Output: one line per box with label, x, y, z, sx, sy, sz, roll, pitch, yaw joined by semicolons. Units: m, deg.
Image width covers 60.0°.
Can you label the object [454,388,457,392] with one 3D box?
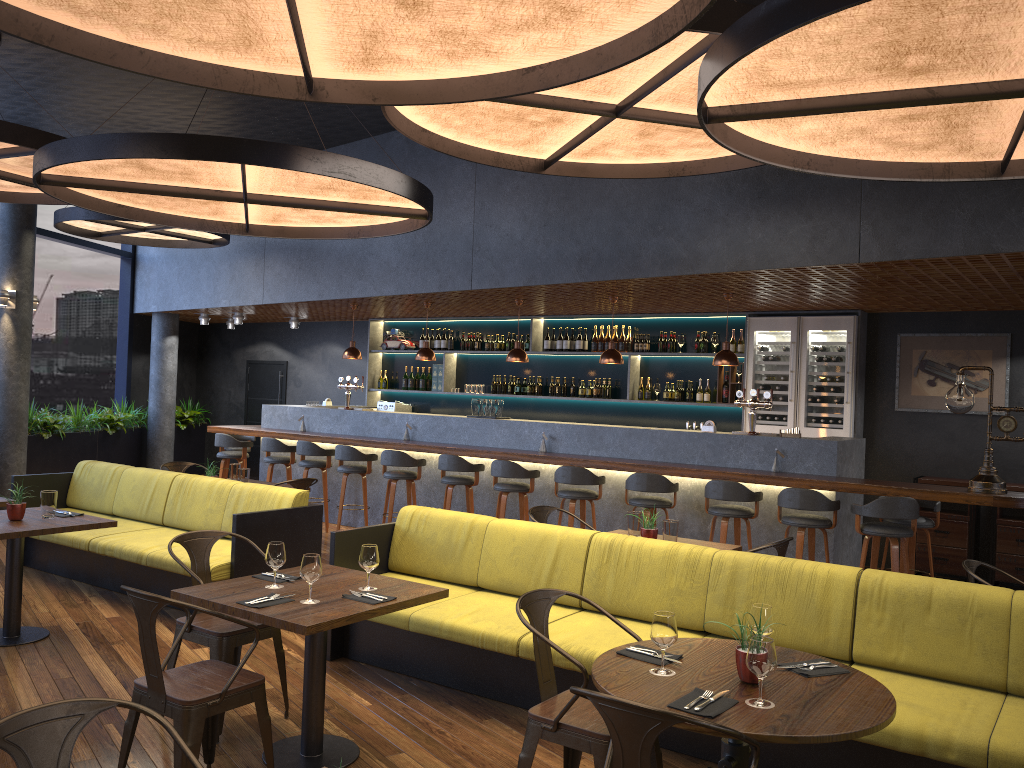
object;-0.784;0.086;12.369;0.042;0.059;0.042;2;0;-4

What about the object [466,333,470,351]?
object;-0.607;-0.583;12.384;0.063;0.254;0.063;2;0;12

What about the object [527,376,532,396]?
object;0.233;0.026;11.721;0.063;0.254;0.063;3;0;-38

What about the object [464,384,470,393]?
object;-0.623;0.062;12.326;0.084;0.119;0.084;2;0;-10

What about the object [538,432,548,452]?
object;0.328;0.595;9.098;0.114;0.203;0.069;2;0;24

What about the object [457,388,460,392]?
object;-0.743;0.087;12.386;0.042;0.059;0.042;2;0;-4

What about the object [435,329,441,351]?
object;-1.036;-0.628;12.560;0.085;0.310;0.086;3;0;-37

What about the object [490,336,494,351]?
object;-0.271;-0.553;12.129;0.068;0.217;0.068;2;0;-36

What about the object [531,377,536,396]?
object;0.286;0.028;11.783;0.063;0.254;0.063;2;0;-23

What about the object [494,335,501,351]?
object;-0.197;-0.554;11.999;0.088;0.224;0.088;2;0;29

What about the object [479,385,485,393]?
object;-0.410;0.069;12.179;0.084;0.119;0.084;2;0;-10

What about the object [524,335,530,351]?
object;0.208;-0.540;11.720;0.088;0.224;0.088;3;0;-41

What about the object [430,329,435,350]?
object;-1.148;-0.631;12.746;0.085;0.310;0.086;3;0;-44

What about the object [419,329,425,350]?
object;-1.280;-0.636;12.726;0.085;0.310;0.086;2;0;-22

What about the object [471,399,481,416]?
object;-0.404;0.268;9.865;0.105;0.209;0.105;2;0;-20

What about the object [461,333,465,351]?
object;-0.678;-0.586;12.301;0.063;0.254;0.063;2;0;17

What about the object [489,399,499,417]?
object;-0.202;0.275;9.722;0.105;0.209;0.105;2;0;-20

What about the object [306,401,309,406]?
object;-2.768;0.264;12.000;0.042;0.059;0.042;2;0;32

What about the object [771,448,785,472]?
object;2.313;0.665;7.738;0.114;0.203;0.069;2;0;-21

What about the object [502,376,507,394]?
object;-0.101;0.014;12.040;0.063;0.254;0.063;2;0;-8

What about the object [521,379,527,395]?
object;0.173;0.039;11.895;0.088;0.224;0.088;2;0;9

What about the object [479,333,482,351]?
object;-0.442;-0.577;12.284;0.063;0.254;0.063;2;0;-18

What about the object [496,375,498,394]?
object;-0.203;0.011;12.110;0.063;0.254;0.063;2;0;27

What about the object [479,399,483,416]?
object;-0.333;0.271;9.948;0.105;0.209;0.105;2;0;-20

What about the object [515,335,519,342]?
object;0.072;-0.542;11.779;0.068;0.217;0.068;2;0;19

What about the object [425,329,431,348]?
object;-1.205;-0.634;12.671;0.085;0.310;0.086;2;0;-28

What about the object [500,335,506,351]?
object;-0.129;-0.551;12.082;0.088;0.224;0.088;2;0;29

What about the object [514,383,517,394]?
object;0.079;0.036;11.931;0.088;0.224;0.088;2;0;-1

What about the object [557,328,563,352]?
object;0.627;-0.569;11.437;0.085;0.310;0.086;2;0;-22

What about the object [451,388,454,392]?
object;-0.841;0.084;12.452;0.042;0.059;0.042;2;0;-4

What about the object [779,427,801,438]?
object;2.469;0.427;7.862;0.177;0.091;0.091;2;0;10

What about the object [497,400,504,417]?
object;-0.143;0.278;9.821;0.105;0.209;0.105;2;0;-20

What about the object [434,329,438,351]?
object;-1.069;-0.628;12.689;0.085;0.310;0.086;2;0;-28

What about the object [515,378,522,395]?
object;0.086;0.035;11.817;0.088;0.224;0.088;3;0;-41

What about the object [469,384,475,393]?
object;-0.553;0.064;12.278;0.084;0.119;0.084;2;0;-10

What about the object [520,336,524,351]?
object;0.130;-0.539;11.852;0.068;0.217;0.068;2;0;39

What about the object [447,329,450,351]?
object;-0.899;-0.622;12.578;0.085;0.310;0.086;2;0;-15

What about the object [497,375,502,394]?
object;-0.166;0.011;11.966;0.063;0.254;0.063;2;0;22

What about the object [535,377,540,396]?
object;0.342;0.029;11.638;0.063;0.254;0.063;2;0;-13

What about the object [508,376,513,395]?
object;-0.021;0.017;11.936;0.063;0.254;0.063;2;0;-28

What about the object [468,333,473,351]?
object;-0.567;-0.582;12.260;0.063;0.254;0.063;2;0;7

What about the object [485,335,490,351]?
object;-0.331;-0.555;12.057;0.068;0.217;0.068;2;0;24

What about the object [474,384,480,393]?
object;-0.482;0.067;12.229;0.084;0.119;0.084;2;0;-10

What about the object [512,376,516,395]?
object;0.027;0.019;12.011;0.063;0.254;0.063;2;0;7

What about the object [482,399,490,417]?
object;-0.278;0.273;9.837;0.105;0.209;0.105;2;0;-20

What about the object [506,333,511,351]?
object;-0.045;-0.563;11.900;0.063;0.254;0.063;2;0;-8

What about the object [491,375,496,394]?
object;-0.249;0.008;12.023;0.063;0.254;0.063;2;0;7

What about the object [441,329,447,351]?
object;-0.952;-0.625;12.500;0.085;0.310;0.086;2;0;-22

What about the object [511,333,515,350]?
object;0.016;-0.560;11.966;0.063;0.254;0.063;2;0;-28

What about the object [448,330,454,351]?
object;-0.854;-0.603;12.437;0.083;0.301;0.083;2;0;42

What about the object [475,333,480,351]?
object;-0.476;-0.579;12.174;0.063;0.254;0.063;3;0;-38

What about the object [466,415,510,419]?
object;-0.262;0.369;9.857;0.437;0.019;0.273;2;0;35

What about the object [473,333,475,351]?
object;-0.530;-0.580;12.335;0.063;0.254;0.063;2;0;7

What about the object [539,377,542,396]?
object;0.370;0.031;11.718;0.063;0.254;0.063;2;0;7

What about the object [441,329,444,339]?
object;-0.976;-0.625;12.634;0.085;0.310;0.086;2;0;-28

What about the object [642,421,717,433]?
object;1.576;0.389;8.502;0.766;0.106;0.200;2;0;35
